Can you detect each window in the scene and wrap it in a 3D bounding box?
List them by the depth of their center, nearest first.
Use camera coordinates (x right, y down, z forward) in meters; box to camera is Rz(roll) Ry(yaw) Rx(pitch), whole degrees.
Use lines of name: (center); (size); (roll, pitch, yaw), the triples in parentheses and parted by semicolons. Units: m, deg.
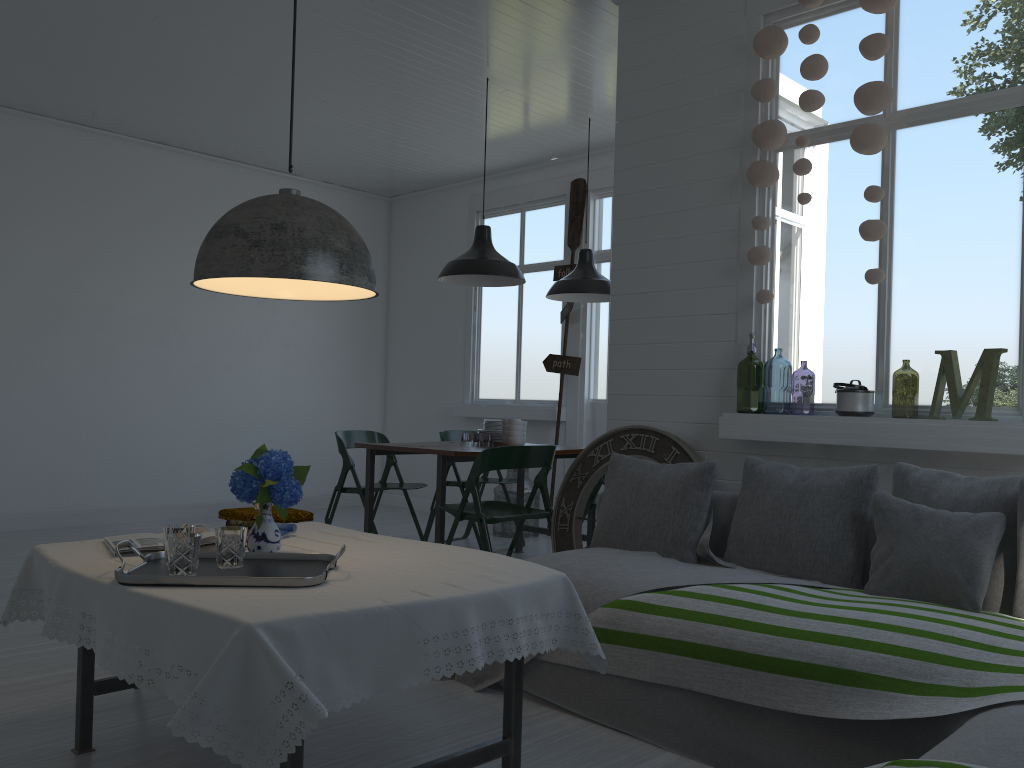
window: (1.718, -0.907, 4.154); (1.482, 2.398, 0.254); (1, -1, 44)
window: (0.015, -0.844, 9.109); (1.482, 2.398, 0.254); (1, -1, 44)

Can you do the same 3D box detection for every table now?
table: (-0.727, 0.922, 2.883); (1.328, 0.725, 1.670); (3, -2, -44)
table: (-0.203, 0.916, 6.594); (1.171, 0.929, 1.696); (1, -1, 42)

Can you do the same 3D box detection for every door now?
door: (1.100, -0.288, 8.022); (1.609, 3.480, 0.254); (1, -1, 44)

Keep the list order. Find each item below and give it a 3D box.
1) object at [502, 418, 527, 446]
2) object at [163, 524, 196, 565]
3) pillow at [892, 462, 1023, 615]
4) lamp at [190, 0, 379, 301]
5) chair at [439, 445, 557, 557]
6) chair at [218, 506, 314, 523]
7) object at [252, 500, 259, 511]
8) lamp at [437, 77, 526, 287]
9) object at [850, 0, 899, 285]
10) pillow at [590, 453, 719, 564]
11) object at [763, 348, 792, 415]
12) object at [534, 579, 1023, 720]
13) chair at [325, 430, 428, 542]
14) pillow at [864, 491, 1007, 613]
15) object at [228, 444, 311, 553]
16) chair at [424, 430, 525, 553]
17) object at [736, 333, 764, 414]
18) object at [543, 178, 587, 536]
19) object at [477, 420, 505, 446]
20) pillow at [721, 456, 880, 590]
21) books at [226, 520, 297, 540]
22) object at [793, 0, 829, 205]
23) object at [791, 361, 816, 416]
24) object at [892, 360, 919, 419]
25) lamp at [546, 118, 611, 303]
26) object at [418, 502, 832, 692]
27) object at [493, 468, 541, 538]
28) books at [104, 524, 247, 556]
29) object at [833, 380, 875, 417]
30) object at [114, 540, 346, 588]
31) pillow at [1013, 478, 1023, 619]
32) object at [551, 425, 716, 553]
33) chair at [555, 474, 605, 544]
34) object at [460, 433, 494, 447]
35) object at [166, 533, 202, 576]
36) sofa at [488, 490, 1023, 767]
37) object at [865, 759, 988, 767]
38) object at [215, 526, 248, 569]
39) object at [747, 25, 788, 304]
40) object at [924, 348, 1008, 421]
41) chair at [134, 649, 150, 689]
object: (0.014, 0.357, 6.413); (0.149, 0.216, 0.309); (2, -1, -13)
object: (-1.009, 0.488, 2.688); (0.095, 0.119, 0.095); (2, -1, -21)
pillow: (1.756, 0.603, 3.428); (0.639, 0.561, 0.279); (1, -1, 45)
lamp: (-0.710, -1.330, 2.923); (0.600, 2.044, 0.601); (2, 0, 15)
chair: (-0.075, 0.873, 5.546); (0.730, 1.006, 0.651); (1, -1, 44)
chair: (-1.483, 1.038, 5.320); (0.419, 0.562, 0.419); (1, -1, 44)
object: (-0.917, 0.461, 3.245); (0.098, 0.191, 0.098); (2, -1, -25)
lamp: (-0.200, -1.504, 6.514); (0.650, 1.499, 0.650); (1, -1, 41)
object: (1.689, -1.174, 4.140); (0.197, 1.426, 0.200); (2, 0, -35)
pillow: (0.681, 0.619, 4.365); (0.639, 0.521, 0.279); (1, -1, 44)
object: (1.336, -0.011, 4.462); (0.137, 0.335, 0.137); (2, -1, -39)
object: (1.116, 1.021, 3.264); (3.163, 0.473, 1.044); (0, -2, 45)
chair: (-1.059, 0.875, 6.919); (0.730, 1.006, 0.651); (1, -1, 24)
pillow: (1.605, 0.653, 3.379); (0.277, 0.445, 0.528); (2, -1, -31)
object: (-0.787, 0.381, 2.883); (0.266, 0.377, 0.236); (2, -1, -44)
chair: (-0.308, 0.915, 7.688); (0.730, 1.006, 0.651); (1, -1, 34)
object: (1.226, -0.055, 4.547); (0.136, 0.415, 0.136); (1, -1, 41)
object: (0.510, -0.279, 8.422); (0.361, 3.420, 0.413); (2, 0, -13)
object: (-0.121, 0.371, 6.740); (0.300, 0.195, 0.306); (2, -1, -9)
pillow: (1.265, 0.597, 3.924); (0.641, 0.520, 0.280); (1, -1, 45)
books: (-0.998, 0.547, 3.320); (0.300, 0.043, 0.229); (1, -1, 18)
object: (1.468, -1.424, 4.360); (0.153, 1.088, 0.150); (2, 0, -10)
object: (1.432, 0.022, 4.359); (0.111, 0.270, 0.111); (2, 0, -28)
object: (1.786, 0.025, 4.025); (0.111, 0.270, 0.111); (2, 0, -28)
lamp: (0.625, -1.460, 7.357); (0.650, 1.499, 0.650); (2, 0, -1)
object: (0.410, 0.953, 4.101); (1.684, 0.924, 1.212); (2, -1, -5)
object: (0.048, 1.072, 8.401); (0.450, 0.725, 0.451); (1, -1, 24)
books: (-1.157, 0.530, 3.055); (0.422, 0.049, 0.300); (2, -2, -31)
object: (1.619, 0.068, 4.199); (0.186, 0.174, 0.208); (1, -1, 25)
object: (-0.823, 0.515, 2.614); (0.651, 0.092, 0.398); (2, -1, -3)
pillow: (2.079, 0.608, 3.031); (0.616, 0.526, 0.344); (1, -1, 43)
object: (0.630, 0.798, 4.942); (1.111, 1.138, 0.585); (1, -1, 30)
chair: (0.698, 0.914, 6.338); (0.730, 1.006, 0.651); (1, -1, 24)
object: (-0.248, 0.409, 6.495); (0.241, 0.098, 0.172); (3, -1, -42)
object: (-0.931, 0.486, 2.513); (0.095, 0.119, 0.095); (2, -1, -21)
sofa: (0.581, 0.915, 2.486); (3.394, 0.899, 3.409); (0, -2, 44)
object: (0.883, 0.884, 1.820); (0.622, 0.833, 1.581); (2, -1, -21)
object: (-0.847, 0.492, 2.672); (0.095, 0.119, 0.095); (1, -1, 29)
object: (1.298, -1.105, 4.515); (0.193, 1.404, 0.197); (2, 0, 5)
object: (1.964, 0.007, 3.846); (0.052, 0.311, 0.330); (2, -1, -36)
chair: (-1.334, 1.008, 3.847); (0.419, 0.562, 0.419); (2, -1, 14)
